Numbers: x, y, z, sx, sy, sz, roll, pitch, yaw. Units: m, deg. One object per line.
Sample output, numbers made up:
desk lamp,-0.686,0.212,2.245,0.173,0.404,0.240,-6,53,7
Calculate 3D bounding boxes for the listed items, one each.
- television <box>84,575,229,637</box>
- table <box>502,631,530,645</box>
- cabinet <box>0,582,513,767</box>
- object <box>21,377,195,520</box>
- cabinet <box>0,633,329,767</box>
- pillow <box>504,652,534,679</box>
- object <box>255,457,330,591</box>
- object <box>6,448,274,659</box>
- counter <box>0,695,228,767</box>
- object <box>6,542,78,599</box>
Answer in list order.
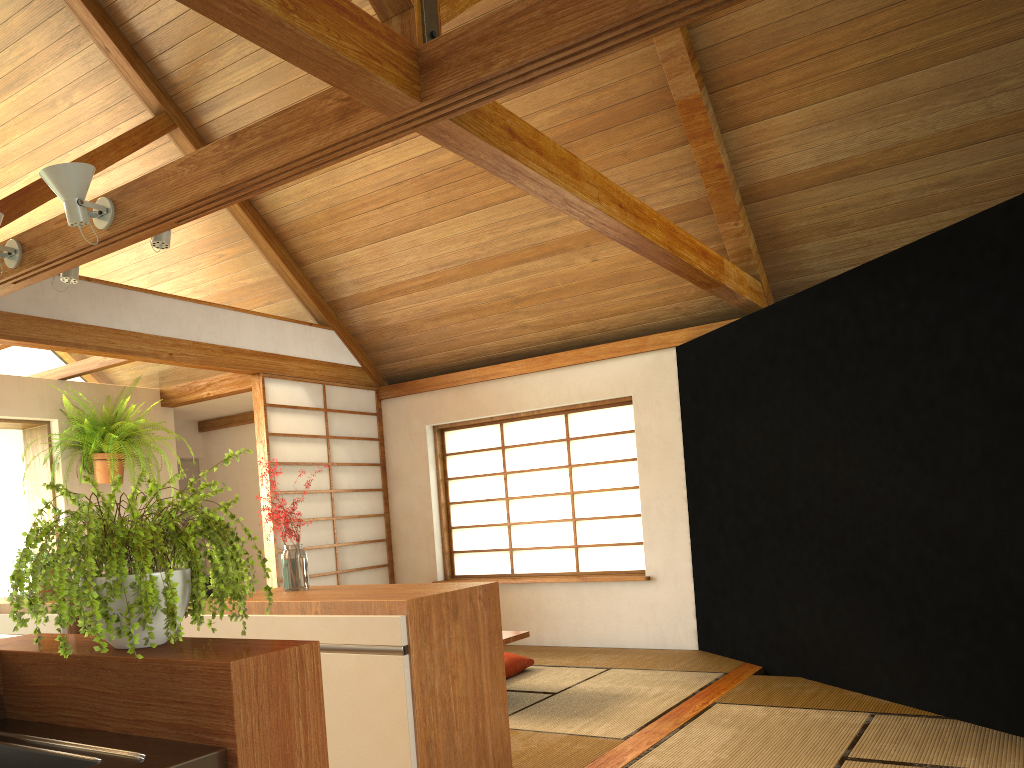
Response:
television,-1.319,1.039,3.517,0.688,0.537,0.458,-8,-5,33
table,-0.570,1.537,4.726,1.293,0.335,0.563,-9,-8,33
cabinet,-1.320,1.210,3.492,2.849,0.736,0.520,-10,-5,33
object,-2.900,0.483,6.445,1.123,1.123,1.206,-6,-5,25
cabinet,-1.325,0.817,0.587,0.902,0.874,2.609,-7,-8,31
pillow,-0.239,1.701,5.285,0.603,0.131,0.522,-9,-9,31
object,-0.813,0.508,3.191,0.243,0.498,0.220,-6,-2,39
object,-0.674,0.309,1.574,0.422,0.349,0.534,-1,-7,-33
counter,-1.315,0.527,0.454,0.662,0.168,2.423,-9,-9,30
object,-2.224,0.937,4.184,0.488,0.374,0.589,-4,-6,-8
